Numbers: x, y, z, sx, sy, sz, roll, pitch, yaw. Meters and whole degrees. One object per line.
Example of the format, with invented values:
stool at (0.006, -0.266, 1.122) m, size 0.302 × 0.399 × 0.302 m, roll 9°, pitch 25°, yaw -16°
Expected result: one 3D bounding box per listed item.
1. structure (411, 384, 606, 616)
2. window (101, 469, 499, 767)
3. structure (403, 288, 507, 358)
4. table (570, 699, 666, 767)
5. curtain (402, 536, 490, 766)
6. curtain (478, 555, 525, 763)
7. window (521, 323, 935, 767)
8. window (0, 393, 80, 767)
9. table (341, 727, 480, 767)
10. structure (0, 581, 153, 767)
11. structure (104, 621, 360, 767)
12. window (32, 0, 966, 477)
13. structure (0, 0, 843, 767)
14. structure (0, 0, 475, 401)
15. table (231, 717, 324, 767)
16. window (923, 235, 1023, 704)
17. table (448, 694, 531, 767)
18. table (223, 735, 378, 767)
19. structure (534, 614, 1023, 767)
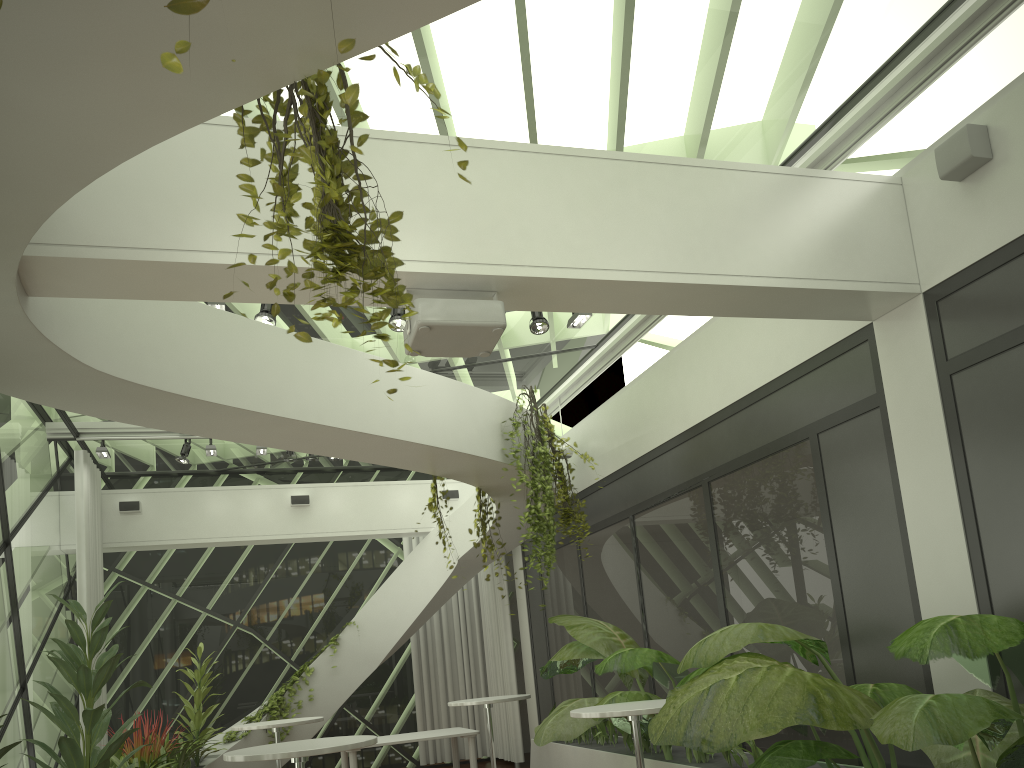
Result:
structure at (-0.063, 1.077, 7.994) m, size 1.463 × 2.017 × 1.656 m, roll -14°, pitch -15°, yaw 36°
window at (-3.064, 3.507, 12.850) m, size 5.730 × 4.521 × 0.039 m, roll -1°, pitch -10°, yaw -18°
structure at (-0.291, -0.308, 4.260) m, size 0.461 × 0.268 × 0.401 m, roll -1°, pitch -16°, yaw -18°
table at (0.854, 2.600, 5.571) m, size 0.862 × 1.067 × 0.877 m, roll -9°, pitch -13°, yaw 16°
curtain at (-0.954, 3.602, 13.243) m, size 1.228 × 3.981 × 0.164 m, roll -2°, pitch -9°, yaw -19°
curtain at (-0.223, 3.341, 12.646) m, size 0.159 × 3.981 × 1.028 m, roll -3°, pitch -10°, yaw -19°
window at (1.314, 2.355, 8.388) m, size 0.050 × 3.147 × 7.438 m, roll -3°, pitch -16°, yaw -18°
window at (-3.376, 0.775, 4.147) m, size 0.084 × 4.504 × 17.351 m, roll -3°, pitch -17°, yaw -18°
table at (-1.179, 4.376, 9.949) m, size 1.498 × 0.699 × 1.105 m, roll 0°, pitch -16°, yaw -18°
structure at (-1.767, 1.324, 2.980) m, size 0.852 × 1.552 × 3.445 m, roll -2°, pitch -16°, yaw -18°
structure at (-3.447, 3.444, 9.469) m, size 2.043 × 1.622 × 4.908 m, roll -9°, pitch -17°, yaw 12°
window at (-0.900, -1.413, 5.352) m, size 5.680 × 0.053 × 17.318 m, roll 0°, pitch -18°, yaw -17°
structure at (0.656, -0.123, 0.485) m, size 5.907 × 4.100 × 25.242 m, roll -2°, pitch -18°, yaw -12°
structure at (-0.719, -0.778, 2.168) m, size 4.715 × 2.253 × 1.464 m, roll -17°, pitch -16°, yaw 34°
table at (-2.189, 3.765, 8.309) m, size 0.862 × 1.067 × 0.877 m, roll -9°, pitch -13°, yaw 16°
window at (3.492, -0.102, 1.303) m, size 0.050 × 3.147 × 7.346 m, roll -3°, pitch -16°, yaw -18°
table at (-0.182, 3.770, 8.944) m, size 0.862 × 1.067 × 0.877 m, roll -9°, pitch -13°, yaw 16°
table at (-1.153, 2.595, 4.936) m, size 0.862 × 1.067 × 0.877 m, roll -9°, pitch -13°, yaw 16°
structure at (1.248, 2.029, 5.170) m, size 1.779 × 1.666 × 9.218 m, roll -1°, pitch -18°, yaw -18°
